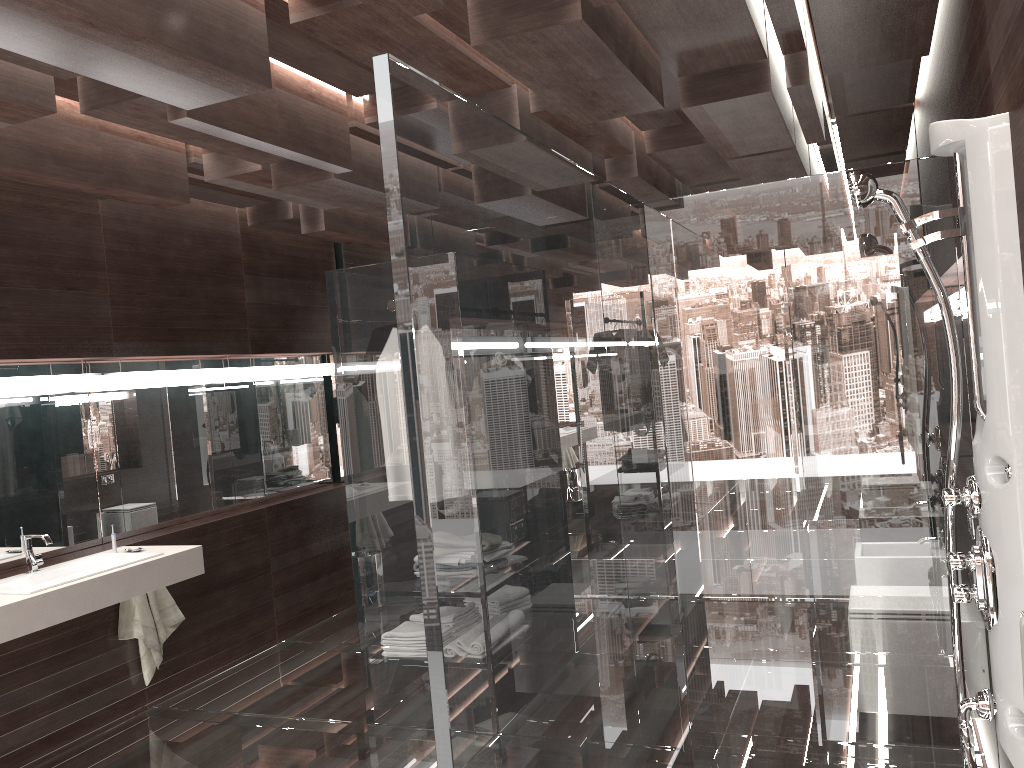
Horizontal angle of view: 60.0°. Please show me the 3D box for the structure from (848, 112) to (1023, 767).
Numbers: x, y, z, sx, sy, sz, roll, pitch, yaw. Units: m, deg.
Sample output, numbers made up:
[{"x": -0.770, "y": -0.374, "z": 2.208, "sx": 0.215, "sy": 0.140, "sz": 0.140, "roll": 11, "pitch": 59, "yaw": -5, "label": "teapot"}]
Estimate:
[{"x": 1.043, "y": 0.197, "z": 2.027, "sx": 0.354, "sy": 1.560, "sz": 0.323, "roll": -5, "pitch": 1, "yaw": 43, "label": "structure"}]

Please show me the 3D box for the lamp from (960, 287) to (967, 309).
[{"x": 1.774, "y": -0.342, "z": 3.352, "sx": 0.082, "sy": 0.082, "sz": 0.950, "roll": -5, "pitch": 1, "yaw": 23, "label": "lamp"}]

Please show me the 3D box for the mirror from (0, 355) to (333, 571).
[{"x": -0.390, "y": 0.204, "z": 3.161, "sx": 4.126, "sy": 0.916, "sz": 5.081, "roll": -5, "pitch": 1, "yaw": 23, "label": "mirror"}]

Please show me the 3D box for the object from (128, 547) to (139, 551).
[{"x": -1.757, "y": 0.766, "z": 4.118, "sx": 0.066, "sy": 0.016, "sz": 0.035, "roll": -5, "pitch": 1, "yaw": 42, "label": "object"}]

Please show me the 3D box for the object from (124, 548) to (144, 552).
[{"x": -1.757, "y": 0.772, "z": 4.119, "sx": 0.108, "sy": 0.011, "sz": 0.065, "roll": -4, "pitch": 1, "yaw": 44, "label": "object"}]

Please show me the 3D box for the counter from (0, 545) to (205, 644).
[{"x": -2.031, "y": 0.878, "z": 3.314, "sx": 0.488, "sy": 0.131, "sz": 1.954, "roll": -5, "pitch": 1, "yaw": 23, "label": "counter"}]

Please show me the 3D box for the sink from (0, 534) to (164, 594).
[{"x": -1.890, "y": 0.728, "z": 3.735, "sx": 0.427, "sy": 0.193, "sz": 0.681, "roll": -5, "pitch": 1, "yaw": 23, "label": "sink"}]

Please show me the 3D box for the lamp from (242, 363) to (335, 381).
[{"x": -1.436, "y": -0.082, "z": 5.791, "sx": 0.082, "sy": 0.082, "sz": 0.950, "roll": -5, "pitch": 1, "yaw": 23, "label": "lamp"}]

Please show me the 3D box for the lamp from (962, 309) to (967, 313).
[{"x": 2.162, "y": -0.388, "z": 4.293, "sx": 0.082, "sy": 0.082, "sz": 0.950, "roll": -5, "pitch": 1, "yaw": 23, "label": "lamp"}]

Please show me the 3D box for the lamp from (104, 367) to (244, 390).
[{"x": -1.820, "y": -0.036, "z": 4.859, "sx": 0.082, "sy": 0.082, "sz": 0.950, "roll": -5, "pitch": 1, "yaw": 23, "label": "lamp"}]

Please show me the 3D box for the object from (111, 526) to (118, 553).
[{"x": -1.852, "y": 0.720, "z": 4.124, "sx": 0.022, "sy": 0.132, "sz": 0.022, "roll": -6, "pitch": 1, "yaw": -30, "label": "object"}]

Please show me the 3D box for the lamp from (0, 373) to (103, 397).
[{"x": -2.215, "y": 0.011, "z": 3.900, "sx": 0.082, "sy": 0.082, "sz": 0.950, "roll": -5, "pitch": 1, "yaw": 23, "label": "lamp"}]

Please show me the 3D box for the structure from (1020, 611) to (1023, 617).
[{"x": 0.915, "y": 0.445, "z": 1.472, "sx": 0.071, "sy": 0.061, "sz": 0.455, "roll": -5, "pitch": 1, "yaw": 23, "label": "structure"}]

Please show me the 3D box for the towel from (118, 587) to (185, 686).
[{"x": -1.752, "y": 1.129, "z": 4.346, "sx": 0.156, "sy": 0.678, "sz": 0.368, "roll": -5, "pitch": 1, "yaw": 22, "label": "towel"}]

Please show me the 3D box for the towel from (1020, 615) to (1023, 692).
[{"x": 0.901, "y": 0.634, "z": 1.484, "sx": 0.097, "sy": 0.414, "sz": 0.352, "roll": -5, "pitch": 1, "yaw": 15, "label": "towel"}]
